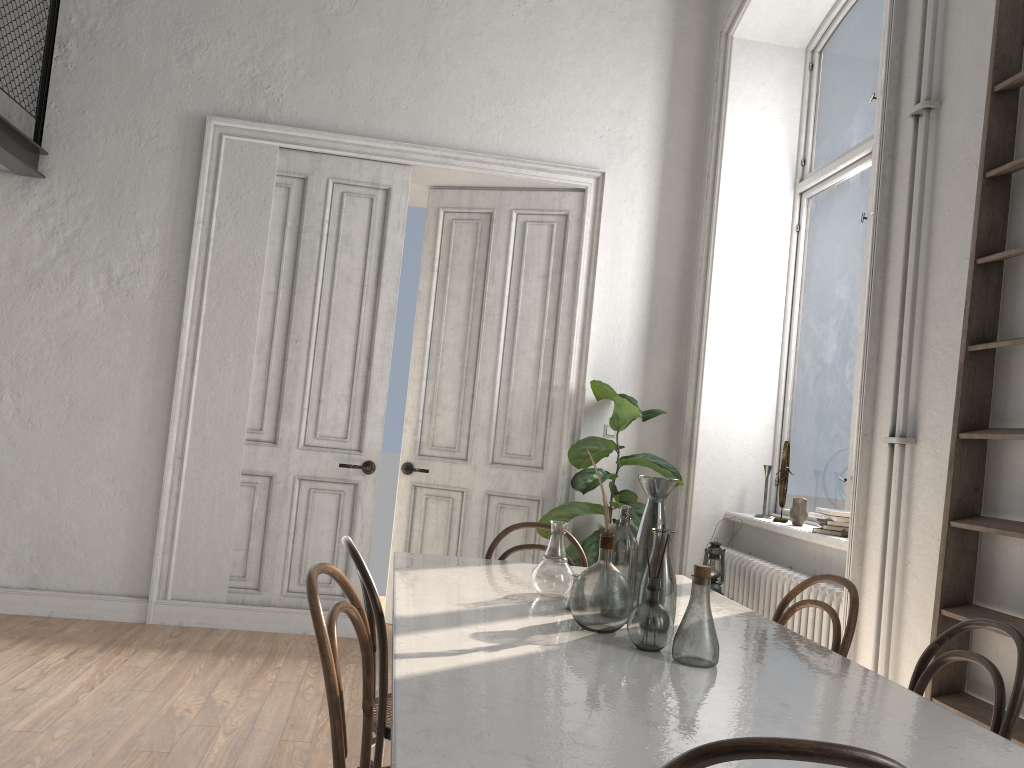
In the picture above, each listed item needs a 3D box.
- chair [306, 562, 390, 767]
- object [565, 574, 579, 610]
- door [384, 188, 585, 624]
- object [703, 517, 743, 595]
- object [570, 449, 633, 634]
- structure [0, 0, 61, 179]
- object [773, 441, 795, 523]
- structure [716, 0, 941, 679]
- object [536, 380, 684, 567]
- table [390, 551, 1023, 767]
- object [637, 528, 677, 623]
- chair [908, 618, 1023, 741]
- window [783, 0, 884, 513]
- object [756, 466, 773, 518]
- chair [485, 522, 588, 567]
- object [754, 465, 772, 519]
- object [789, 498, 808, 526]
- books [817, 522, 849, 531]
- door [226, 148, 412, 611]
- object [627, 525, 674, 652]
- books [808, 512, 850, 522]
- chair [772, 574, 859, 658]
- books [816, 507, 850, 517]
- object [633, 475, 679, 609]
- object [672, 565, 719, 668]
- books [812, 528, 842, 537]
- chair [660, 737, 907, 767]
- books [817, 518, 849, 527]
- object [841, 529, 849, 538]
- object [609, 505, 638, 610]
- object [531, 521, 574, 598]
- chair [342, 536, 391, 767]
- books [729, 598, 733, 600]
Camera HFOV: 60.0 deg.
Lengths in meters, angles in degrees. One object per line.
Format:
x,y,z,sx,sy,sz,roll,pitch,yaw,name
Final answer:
-0.204,0.871,1.885,0.549,0.920,0.438,5,-3,4,chair
0.179,0.575,2.445,0.058,0.094,0.058,4,-4,21,object
-0.162,0.156,5.549,1.096,2.813,0.216,5,-3,18,door
0.959,0.800,4.131,0.154,0.383,0.163,8,-4,-34,object
0.236,0.388,2.208,0.157,0.446,0.157,5,-3,11,object
-4.261,-2.142,1.887,4.158,1.212,5.929,6,-4,-7,structure
1.436,0.512,4.662,0.087,0.425,0.348,4,-4,25,object
1.614,-0.695,2.524,0.340,4.472,5.184,6,-3,-7,structure
0.666,0.530,2.477,0.792,1.841,5.830,6,-4,-2,object
0.215,1.003,2.211,1.100,0.779,2.201,6,-4,-7,table
0.377,0.503,2.280,0.100,0.255,0.098,8,-4,-30,object
0.836,0.983,2.023,0.549,0.920,0.438,6,-3,0,chair
1.800,-0.736,4.355,0.013,2.841,1.623,6,-3,-7,window
1.425,0.599,4.967,0.095,0.288,0.095,4,-4,24,object
0.072,0.982,3.178,0.438,0.920,0.549,6,-3,1,chair
1.384,0.587,4.844,0.095,0.288,0.095,5,-3,15,object
1.443,0.642,4.463,0.102,0.142,0.100,8,-4,-32,object
1.503,0.662,4.095,0.155,0.022,0.205,5,-4,13,books
-1.287,0.024,5.238,1.097,2.813,0.216,6,-3,-6,door
0.327,0.469,2.046,0.107,0.283,0.107,6,-3,-12,object
1.495,0.618,4.091,0.155,0.020,0.205,7,-4,-17,books
0.683,1.004,2.581,0.549,0.920,0.438,6,-3,-9,chair
1.520,0.594,4.076,0.174,0.019,0.244,5,-4,3,books
0.395,0.454,2.499,0.116,0.382,0.116,5,-3,4,object
0.411,0.507,1.954,0.101,0.211,0.101,4,-4,32,object
1.504,0.685,4.100,0.147,0.023,0.221,2,-5,42,books
0.305,0.880,1.245,0.438,0.920,0.549,5,-3,5,chair
1.505,0.640,4.094,0.147,0.023,0.221,5,-4,9,books
1.531,0.662,3.913,0.153,0.048,0.088,3,-4,33,object
0.293,0.478,2.385,0.086,0.301,0.086,7,-3,-21,object
0.128,0.519,2.631,0.132,0.219,0.132,7,-3,-18,object
-0.245,0.905,2.469,0.549,0.920,0.438,6,-3,-12,chair
0.909,0.999,4.127,0.221,0.027,0.147,4,-4,25,books
